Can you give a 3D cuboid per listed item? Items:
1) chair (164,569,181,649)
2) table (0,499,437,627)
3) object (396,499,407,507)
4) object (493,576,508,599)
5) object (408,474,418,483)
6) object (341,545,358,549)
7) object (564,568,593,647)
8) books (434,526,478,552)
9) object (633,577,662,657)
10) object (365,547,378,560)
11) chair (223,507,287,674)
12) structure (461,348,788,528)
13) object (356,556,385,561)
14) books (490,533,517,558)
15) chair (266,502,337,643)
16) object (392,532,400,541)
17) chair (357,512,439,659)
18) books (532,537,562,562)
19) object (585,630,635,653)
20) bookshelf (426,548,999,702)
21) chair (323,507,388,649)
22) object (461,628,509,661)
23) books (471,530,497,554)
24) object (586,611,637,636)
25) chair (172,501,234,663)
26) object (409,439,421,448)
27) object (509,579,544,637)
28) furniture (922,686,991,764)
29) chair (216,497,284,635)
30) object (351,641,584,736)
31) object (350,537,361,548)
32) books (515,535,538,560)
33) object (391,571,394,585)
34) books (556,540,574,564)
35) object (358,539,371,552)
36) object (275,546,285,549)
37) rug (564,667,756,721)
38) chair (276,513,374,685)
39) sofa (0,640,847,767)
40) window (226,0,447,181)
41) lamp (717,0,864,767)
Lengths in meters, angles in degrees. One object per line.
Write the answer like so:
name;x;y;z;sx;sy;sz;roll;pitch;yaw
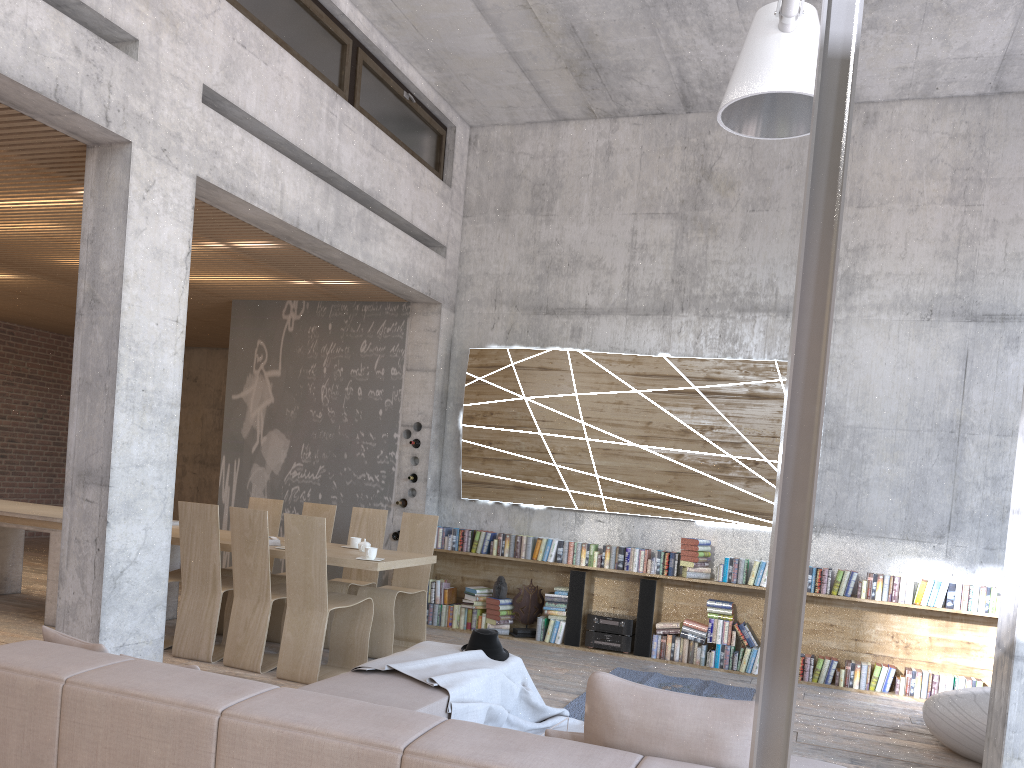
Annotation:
chair;-2.742;1.503;7.041;0.347;1.196;0.725;6;0;25
table;-3.255;1.666;7.670;5.168;0.924;1.018;3;-3;20
object;-1.095;1.218;8.972;0.095;0.095;0.341;4;-6;20
object;-0.115;2.005;8.654;0.145;0.229;0.136;5;0;17
object;-0.972;0.965;8.966;0.093;0.093;0.349;4;-6;20
object;-1.304;1.364;7.305;0.184;0.014;0.187;2;-7;23
object;0.641;2.181;8.501;0.152;0.761;0.273;6;1;20
books;-0.618;1.570;8.900;0.488;0.220;0.216;3;-2;20
object;1.277;2.210;8.271;0.152;0.761;0.273;6;1;20
object;-1.038;1.252;6.466;0.094;0.088;0.116;6;-3;-26
chair;-1.802;1.544;6.675;0.347;1.196;0.725;6;0;25
structure;1.103;0.475;8.284;3.399;1.538;0.359;3;1;20
object;-1.048;1.295;6.479;0.185;0.014;0.186;4;-6;6
books;-0.053;1.595;8.699;0.277;0.221;0.210;4;-2;19
chair;-1.939;1.653;7.773;0.347;1.196;0.724;5;0;20
object;-1.126;1.570;9.073;0.090;0.090;0.338;4;-6;20
chair;-0.980;1.700;7.460;0.347;1.196;0.724;5;0;20
books;0.345;1.609;8.528;0.248;0.229;0.190;4;-1;20
object;0.946;2.448;8.375;0.438;0.164;0.295;3;-5;20
bookshelf;1.606;2.188;8.138;5.302;0.806;0.304;3;0;20
chair;-1.438;1.685;7.678;0.348;1.196;0.724;5;0;16
object;-0.160;1.598;5.412;0.301;0.169;0.300;4;-4;8
books;-0.281;1.585;8.792;0.198;0.228;0.190;4;-1;20
object;0.958;2.287;8.363;0.438;0.161;0.306;3;-5;20
chair;-2.271;1.524;6.862;0.348;1.196;0.724;5;0;17
object;-0.956;0.607;8.916;0.090;0.090;0.338;4;-6;20
object;0.162;2.206;8.678;0.345;0.570;0.195;5;1;-20
furniture;3.612;2.263;5.699;1.806;0.811;1.624;8;-5;-32
chair;-2.434;1.623;7.889;0.348;1.196;0.723;5;0;15
object;-0.255;1.842;5.268;1.039;0.502;1.611;1;-7;39
object;-1.307;1.325;7.310;0.093;0.088;0.117;6;-3;-15
books;0.141;1.600;8.602;0.155;0.221;0.190;5;-1;20
object;-1.153;2.086;8.789;0.250;0.683;0.269;4;1;-17
books;0.531;1.625;8.459;0.155;0.221;0.155;5;-1;20
object;-1.187;1.300;7.056;0.089;0.112;0.123;5;-2;12
object;-1.713;1.269;6.765;0.185;0.014;0.186;4;-6;6
rug;0.957;2.287;6.024;1.158;0.049;2.941;3;-7;20
chair;-1.350;1.557;6.444;0.347;1.196;0.725;6;0;24
sofa;-0.056;1.578;3.945;2.986;0.785;3.036;3;-6;20
window;-2.116;-2.805;4.783;0.113;0.606;8.506;6;-6;21
lamp;0.610;0.151;2.384;0.755;3.426;2.635;5;-1;8
